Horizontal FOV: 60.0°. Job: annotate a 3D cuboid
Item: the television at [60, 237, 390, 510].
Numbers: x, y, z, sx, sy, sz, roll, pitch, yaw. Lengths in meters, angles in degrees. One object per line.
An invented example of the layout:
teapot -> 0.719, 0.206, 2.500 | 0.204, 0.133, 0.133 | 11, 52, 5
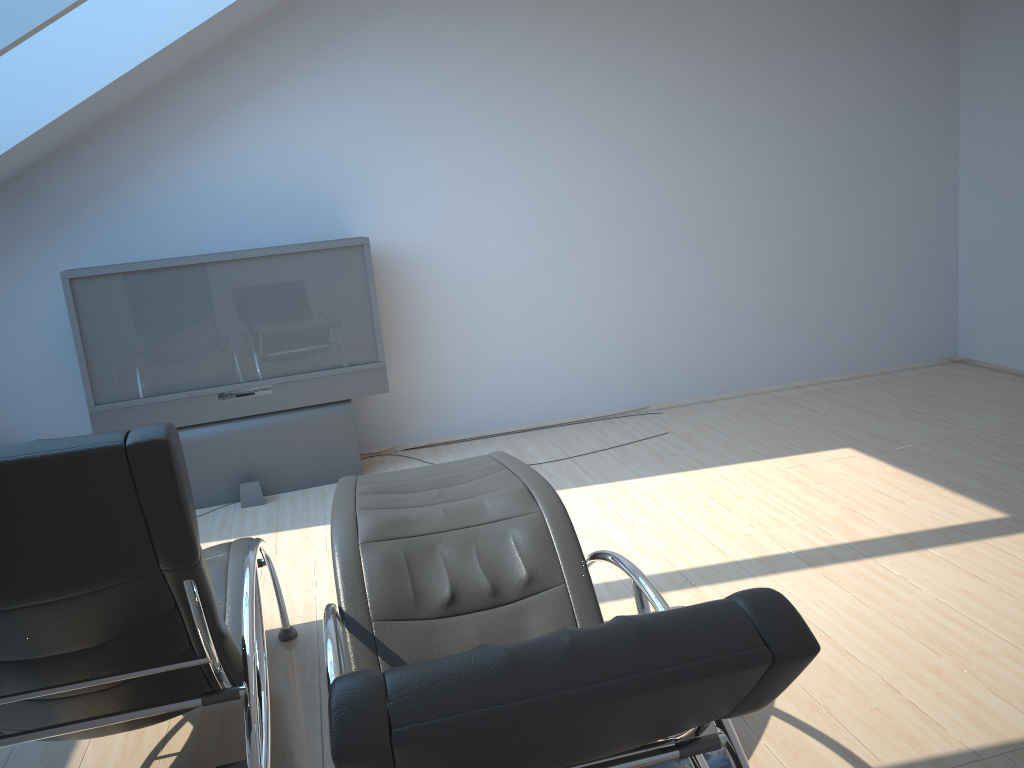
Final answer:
television -> -1.623, -0.061, 5.327 | 1.686, 1.446, 0.400 | -10, 13, -17

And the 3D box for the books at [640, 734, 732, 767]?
books -> -0.768, 0.790, 3.896 | 4.790, 0.222, 1.045 | 6, 17, 44

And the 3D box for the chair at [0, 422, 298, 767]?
chair -> -1.134, 0.592, 2.538 | 0.836, 1.251, 1.938 | -8, 12, -12

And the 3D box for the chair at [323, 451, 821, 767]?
chair -> -0.059, 0.690, 2.281 | 0.836, 0.953, 2.114 | -8, 12, -12

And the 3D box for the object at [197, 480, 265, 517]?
object -> -2.031, 0.682, 5.189 | 1.163, 0.141, 0.394 | -2, 13, 16
